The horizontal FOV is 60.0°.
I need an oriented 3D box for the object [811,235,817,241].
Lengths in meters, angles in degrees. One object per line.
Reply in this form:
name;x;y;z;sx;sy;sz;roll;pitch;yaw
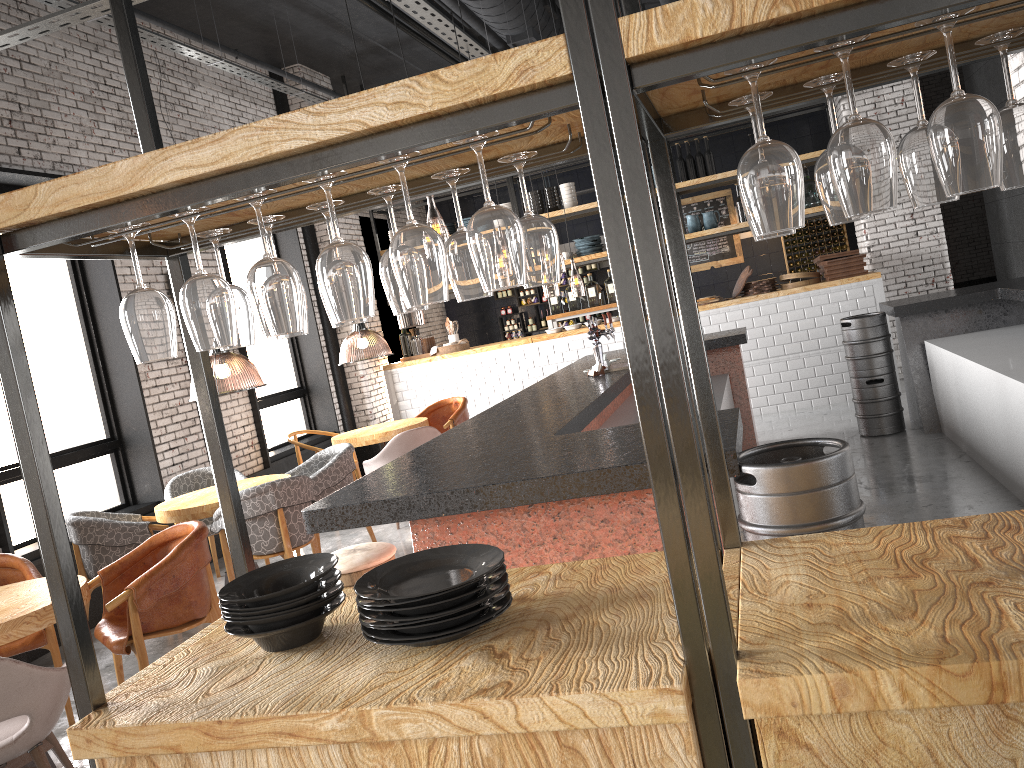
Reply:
object;4.409;-2.127;12.933;0.079;0.079;0.284;-10;5;16

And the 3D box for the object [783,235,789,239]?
object;4.040;-2.171;13.065;0.079;0.079;0.284;-10;5;16

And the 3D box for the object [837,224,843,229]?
object;4.756;-2.297;12.861;0.079;0.079;0.284;-10;5;16

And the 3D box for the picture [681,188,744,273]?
picture;2.967;-2.327;13.615;0.979;1.141;0.021;-10;3;16

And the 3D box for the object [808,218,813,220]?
object;4.348;-2.435;12.915;0.079;0.079;0.284;-10;5;16

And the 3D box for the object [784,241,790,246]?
object;4.057;-2.066;13.055;0.079;0.079;0.284;-10;5;16

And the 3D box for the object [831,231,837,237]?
object;4.686;-2.178;12.889;0.079;0.079;0.284;-10;5;16

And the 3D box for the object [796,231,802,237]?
object;4.210;-2.198;12.979;0.079;0.079;0.284;-10;5;16

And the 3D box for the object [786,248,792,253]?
object;4.071;-1.961;13.039;0.079;0.079;0.284;-10;5;16

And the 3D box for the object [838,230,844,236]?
object;4.771;-2.192;12.848;0.079;0.079;0.284;-10;5;16

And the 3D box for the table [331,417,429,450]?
table;-1.188;0.820;8.515;0.934;0.809;0.931;-14;5;-31

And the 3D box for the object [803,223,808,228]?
object;4.289;-2.322;12.985;0.079;0.079;0.284;-10;5;16

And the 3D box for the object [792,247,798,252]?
object;4.166;-1.979;13.036;0.079;0.079;0.284;-10;5;16

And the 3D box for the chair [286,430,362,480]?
chair;-1.885;0.894;8.808;0.643;0.920;0.614;-10;4;23

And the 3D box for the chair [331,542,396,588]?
chair;-0.570;1.079;3.655;0.481;0.805;0.438;-13;4;-25

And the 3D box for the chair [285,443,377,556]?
chair;-1.373;0.954;6.719;0.645;0.928;0.680;-13;4;-29

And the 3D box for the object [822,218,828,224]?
object;4.552;-2.366;12.888;0.079;0.079;0.284;-10;5;16

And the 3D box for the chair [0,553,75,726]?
chair;-2.708;1.386;4.617;0.682;0.928;0.643;-14;4;-31

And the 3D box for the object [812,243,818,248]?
object;4.434;-2.026;12.958;0.079;0.079;0.284;-10;5;16

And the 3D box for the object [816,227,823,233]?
object;4.483;-2.248;12.920;0.079;0.079;0.284;-10;5;16

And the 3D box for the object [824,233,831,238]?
object;4.587;-2.157;12.878;0.079;0.079;0.284;-10;5;16

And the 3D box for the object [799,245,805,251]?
object;4.253;-1.994;13.001;0.079;0.079;0.284;-10;5;16

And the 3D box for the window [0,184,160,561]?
window;-3.524;-0.168;6.543;0.364;2.694;1.538;-10;4;16

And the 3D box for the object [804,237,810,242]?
object;4.319;-2.110;12.955;0.079;0.079;0.284;-10;5;16

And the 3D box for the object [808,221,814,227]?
object;4.377;-2.337;12.954;0.079;0.079;0.284;-10;5;16

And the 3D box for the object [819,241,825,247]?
object;4.529;-2.044;12.951;0.079;0.079;0.284;-10;5;16

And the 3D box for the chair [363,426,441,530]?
chair;-0.909;0.800;7.926;0.772;0.849;0.802;-13;4;-24

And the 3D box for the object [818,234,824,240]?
object;4.507;-2.147;12.940;0.079;0.079;0.284;-10;5;16

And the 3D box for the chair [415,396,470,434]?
chair;-0.624;0.626;8.980;0.680;0.928;0.645;-8;5;38

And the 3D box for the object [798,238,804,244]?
object;4.239;-2.100;13.018;0.079;0.079;0.284;-10;5;16

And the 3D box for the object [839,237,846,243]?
object;4.787;-2.086;12.836;0.079;0.079;0.284;-10;5;16

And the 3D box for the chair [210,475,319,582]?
chair;-1.516;1.063;5.712;0.682;0.928;0.643;-13;4;-29

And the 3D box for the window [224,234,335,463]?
window;-2.694;-0.577;9.618;0.364;2.694;1.538;-10;4;16

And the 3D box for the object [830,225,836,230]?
object;4.661;-2.279;12.868;0.079;0.079;0.284;-10;5;16

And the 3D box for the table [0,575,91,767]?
table;-2.316;1.406;3.962;0.934;0.809;0.931;-13;4;-26

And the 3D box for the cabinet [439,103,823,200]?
cabinet;1.511;-3.483;12.971;5.858;1.766;0.683;-10;4;16

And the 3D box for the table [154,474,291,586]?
table;-1.941;1.150;6.246;0.934;0.809;0.931;-13;4;-26

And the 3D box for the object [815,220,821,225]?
object;4.466;-2.352;12.929;0.079;0.079;0.284;-10;5;16

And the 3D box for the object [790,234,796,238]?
object;4.125;-2.185;13.023;0.079;0.079;0.284;-10;5;16

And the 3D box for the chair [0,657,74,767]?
chair;-2.038;1.386;3.373;0.772;0.849;0.802;-13;4;-24

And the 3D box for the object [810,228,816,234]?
object;4.387;-2.229;12.923;0.079;0.079;0.284;-10;5;16

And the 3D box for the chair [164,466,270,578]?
chair;-2.303;1.123;6.918;0.682;0.928;0.643;-13;4;-29

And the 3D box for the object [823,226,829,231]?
object;4.567;-2.261;12.875;0.079;0.079;0.284;-10;5;16

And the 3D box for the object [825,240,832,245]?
object;4.613;-2.058;12.906;0.079;0.079;0.284;-10;5;16

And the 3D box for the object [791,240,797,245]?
object;4.151;-2.085;13.049;0.079;0.079;0.284;-10;5;16

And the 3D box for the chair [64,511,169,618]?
chair;-2.639;1.264;5.983;0.645;0.928;0.680;-13;4;-29

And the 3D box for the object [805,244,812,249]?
object;4.345;-2.011;12.984;0.079;0.079;0.284;-10;5;16

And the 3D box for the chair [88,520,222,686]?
chair;-1.696;1.201;4.420;0.645;0.928;0.680;-14;5;-36

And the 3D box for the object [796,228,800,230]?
object;4.194;-2.303;12.991;0.079;0.079;0.284;-10;5;16

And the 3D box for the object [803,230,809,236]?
object;4.304;-2.216;12.972;0.079;0.079;0.284;-10;5;16

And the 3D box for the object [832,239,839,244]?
object;4.706;-2.075;12.895;0.079;0.079;0.284;-10;5;16
